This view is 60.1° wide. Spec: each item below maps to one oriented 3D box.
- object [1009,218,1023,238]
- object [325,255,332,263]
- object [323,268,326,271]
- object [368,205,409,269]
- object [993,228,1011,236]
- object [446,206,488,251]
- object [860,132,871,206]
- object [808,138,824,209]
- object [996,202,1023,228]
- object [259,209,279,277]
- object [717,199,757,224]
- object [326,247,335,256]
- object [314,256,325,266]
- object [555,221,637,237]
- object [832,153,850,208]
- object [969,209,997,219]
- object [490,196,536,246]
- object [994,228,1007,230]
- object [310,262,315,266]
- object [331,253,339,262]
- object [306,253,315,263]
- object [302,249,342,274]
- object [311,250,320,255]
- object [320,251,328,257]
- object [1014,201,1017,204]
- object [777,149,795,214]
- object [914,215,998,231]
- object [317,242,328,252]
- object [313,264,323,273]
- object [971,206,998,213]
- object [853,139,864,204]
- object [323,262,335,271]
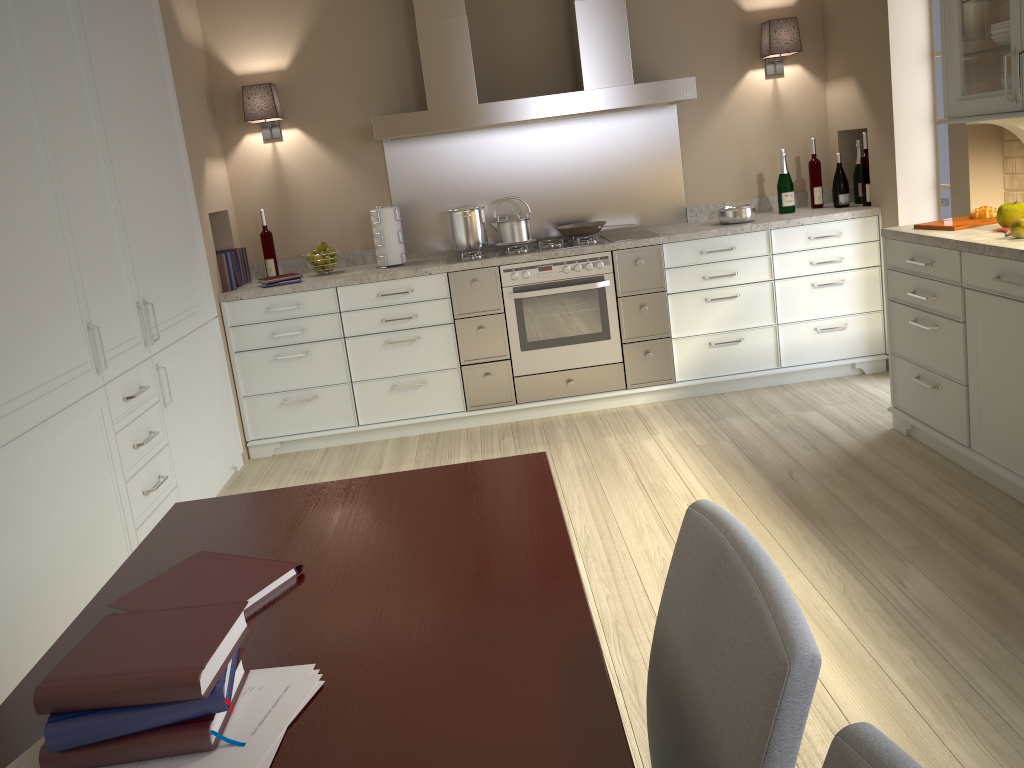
[{"bbox_3d":[1.619,-0.497,2.818,0.066,0.063,0.096,-4,13,17],"label":"object"},{"bbox_3d":[-0.925,-0.626,4.449,0.039,0.040,0.040,-9,12,-10],"label":"object"},{"bbox_3d":[-0.959,-0.597,4.534,0.038,0.038,0.039,-7,12,2],"label":"object"},{"bbox_3d":[-0.623,-0.745,4.448,0.169,0.300,0.165,-11,12,-17],"label":"object"},{"bbox_3d":[1.638,-0.502,2.927,0.040,0.013,0.157,-4,14,14],"label":"object"},{"bbox_3d":[-0.224,-0.793,4.512,0.201,0.204,0.203,5,17,45],"label":"object"},{"bbox_3d":[1.759,-1.064,4.377,0.062,0.361,0.063,-1,12,32],"label":"object"},{"bbox_3d":[1.577,-1.096,4.600,0.062,0.361,0.063,-1,12,32],"label":"object"},{"bbox_3d":[1.708,-0.571,3.011,0.104,0.089,0.107,-6,12,5],"label":"object"},{"bbox_3d":[-1.247,-0.711,4.519,0.062,0.361,0.063,-3,11,24],"label":"object"},{"bbox_3d":[1.179,-0.879,4.485,0.198,0.089,0.375,4,18,39],"label":"object"},{"bbox_3d":[-0.915,-0.667,4.455,0.047,0.044,0.048,-8,12,-1],"label":"object"},{"bbox_3d":[-0.967,-0.622,4.447,0.058,0.057,0.058,-16,15,-34],"label":"object"},{"bbox_3d":[0.401,-0.780,4.468,0.267,0.050,0.426,-16,17,-32],"label":"object"},{"bbox_3d":[1.664,-1.033,4.484,0.083,0.274,0.085,-4,11,20],"label":"object"},{"bbox_3d":[1.740,-0.625,3.259,0.098,0.036,0.045,0,15,28],"label":"object"},{"bbox_3d":[0.005,-0.838,4.509,0.208,0.233,0.212,0,14,32],"label":"object"},{"bbox_3d":[1.670,-0.514,2.956,0.042,0.012,0.131,-8,14,-1],"label":"object"},{"bbox_3d":[-1.007,-0.630,4.518,0.054,0.054,0.054,-16,15,-36],"label":"object"},{"bbox_3d":[-0.903,-0.642,4.485,0.047,0.044,0.048,-7,12,3],"label":"object"},{"bbox_3d":[-1.011,-0.636,4.454,0.048,0.047,0.047,-17,15,-38],"label":"object"},{"bbox_3d":[-0.958,-0.614,4.500,0.206,0.108,0.208,5,18,42],"label":"object"},{"bbox_3d":[-0.998,-0.660,4.491,0.044,0.043,0.041,-5,12,13],"label":"object"},{"bbox_3d":[-0.950,-0.654,4.470,0.040,0.038,0.040,-14,14,-30],"label":"object"},{"bbox_3d":[1.705,-0.609,2.997,0.003,0.021,0.018,-10,12,-14],"label":"object"},{"bbox_3d":[1.406,-1.045,4.555,0.083,0.327,0.084,-2,12,27],"label":"object"},{"bbox_3d":[1.713,-0.606,3.298,0.351,0.020,0.202,-12,15,-16],"label":"object"},{"bbox_3d":[-0.962,-0.695,4.493,0.055,0.055,0.056,-8,12,-1],"label":"object"},{"bbox_3d":[-0.983,-0.587,4.486,0.048,0.047,0.049,-5,12,10],"label":"object"},{"bbox_3d":[1.796,-0.658,3.359,0.098,0.036,0.045,-5,13,9],"label":"object"},{"bbox_3d":[1.799,-1.096,4.554,0.083,0.327,0.084,-2,12,27],"label":"object"},{"bbox_3d":[-0.929,-0.601,4.492,0.059,0.055,0.062,4,17,42],"label":"object"}]
